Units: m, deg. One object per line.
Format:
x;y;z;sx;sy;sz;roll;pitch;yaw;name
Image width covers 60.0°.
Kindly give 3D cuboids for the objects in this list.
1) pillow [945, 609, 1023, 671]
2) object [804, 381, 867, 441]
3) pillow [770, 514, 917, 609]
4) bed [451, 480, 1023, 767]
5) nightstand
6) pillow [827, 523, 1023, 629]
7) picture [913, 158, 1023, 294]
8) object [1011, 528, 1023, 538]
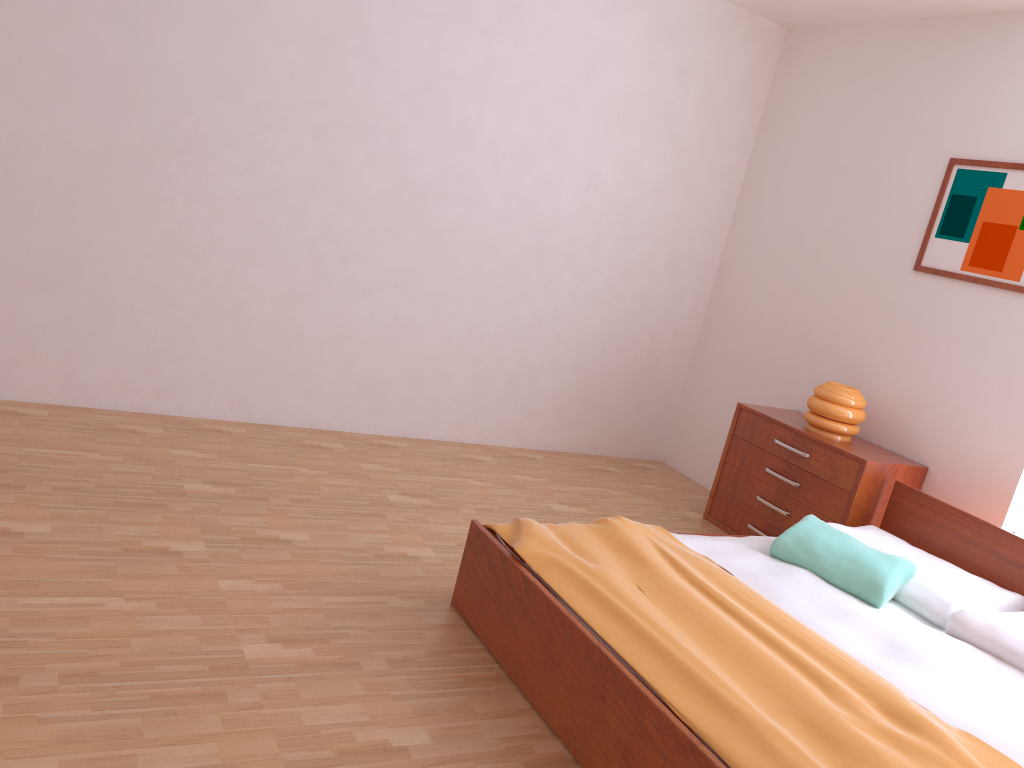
1.786;0.898;2.753;0.574;0.182;0.630;7;13;-32;pillow
1.501;0.122;4.111;0.264;0.244;0.264;11;11;-13;object
1.173;0.623;3.137;0.425;0.164;0.334;22;14;35;pillow
1.077;0.785;2.662;1.990;0.560;1.632;8;13;-30;bed
1.394;0.526;4.206;0.428;0.626;0.815;8;13;-30;nightstand
1.461;0.701;3.319;0.574;0.157;0.682;6;14;-36;pillow
2.065;-0.677;3.768;0.030;0.517;0.645;8;13;-30;picture
2.766;0.069;2.557;0.033;1.815;2.205;8;13;-30;object
